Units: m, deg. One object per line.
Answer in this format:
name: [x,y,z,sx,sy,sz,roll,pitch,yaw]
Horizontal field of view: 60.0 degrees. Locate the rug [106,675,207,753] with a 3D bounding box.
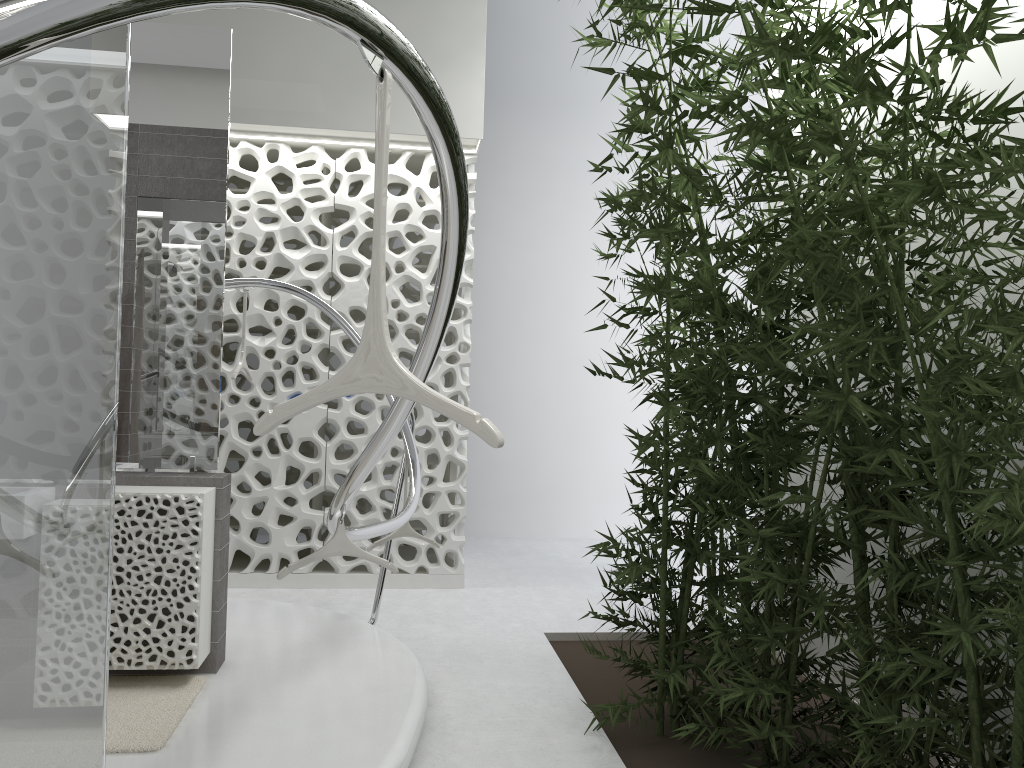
rug: [-1.812,1.224,3.308,1.153,0.016,0.775,2,-1,-7]

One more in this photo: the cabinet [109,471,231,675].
cabinet: [-1.852,0.799,3.721,1.200,0.870,0.461,2,-1,-7]

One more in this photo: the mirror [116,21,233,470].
mirror: [-1.833,-0.623,3.912,1.100,1.980,0.030,2,-1,-7]

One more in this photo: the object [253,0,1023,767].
object: [0.884,-0.505,2.840,4.097,4.038,4.664,1,-1,41]

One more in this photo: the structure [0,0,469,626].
structure: [-2.716,0.308,2.741,5.250,2.080,5.433,2,-1,-12]
